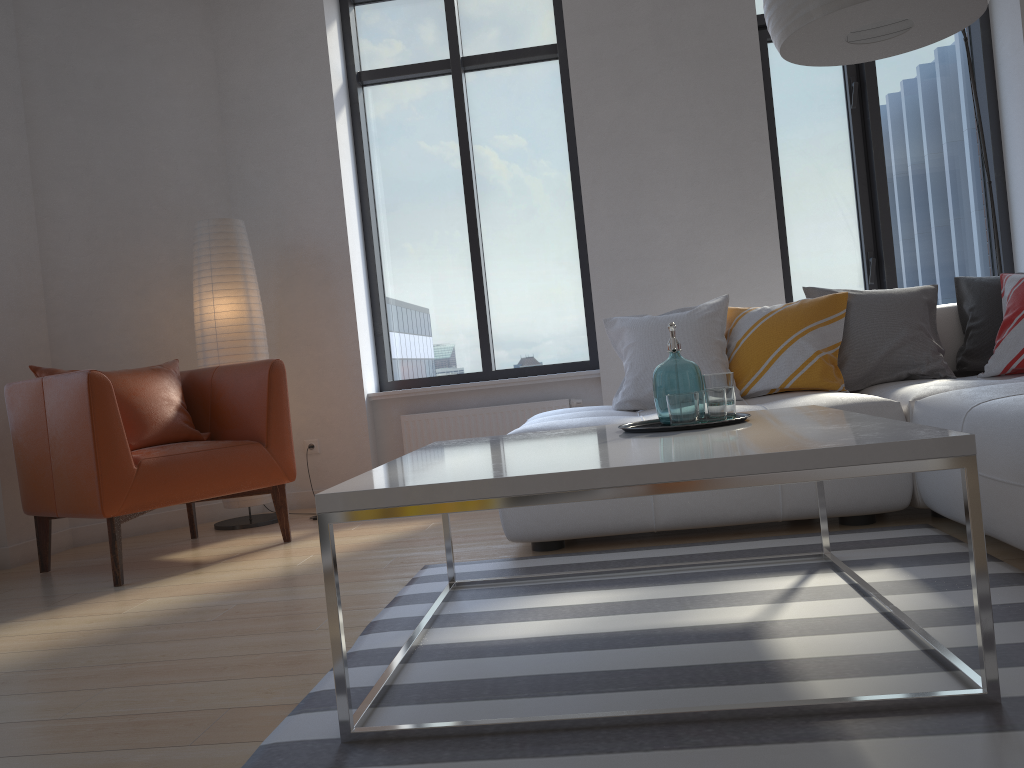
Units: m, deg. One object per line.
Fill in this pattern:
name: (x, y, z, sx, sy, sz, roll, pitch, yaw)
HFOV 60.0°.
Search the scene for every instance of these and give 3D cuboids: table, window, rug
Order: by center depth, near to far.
rug: (0.397, 0.553, 1.772, 1.662, 0.016, 2.326, -6, 0, 6)
table: (0.278, 0.341, 2.015, 1.091, 0.435, 1.091, -6, 0, 6)
window: (2.025, -1.446, 4.998, 1.310, 2.402, 0.170, -6, 0, 6)
window: (-0.251, -1.212, 5.241, 1.310, 2.402, 0.170, -6, 0, 6)

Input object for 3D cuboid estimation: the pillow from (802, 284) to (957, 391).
pillow: (1.619, -0.214, 2.323, 0.647, 0.453, 2.953, -6, 0, -6)

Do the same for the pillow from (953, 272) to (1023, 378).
pillow: (1.984, -0.251, 2.709, 0.608, 0.436, 2.120, -6, 0, 2)

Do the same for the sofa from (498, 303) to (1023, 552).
sofa: (1.166, 0.108, 2.382, 2.614, 0.732, 3.424, -6, 0, 6)

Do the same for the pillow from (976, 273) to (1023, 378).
pillow: (1.961, -0.219, 2.384, 0.575, 0.449, 2.250, -6, 0, 3)

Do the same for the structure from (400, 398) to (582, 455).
structure: (-0.094, 0.353, 4.923, 1.015, 0.460, 0.110, -6, 0, 6)

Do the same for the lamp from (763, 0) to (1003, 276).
lamp: (1.862, -0.936, 3.475, 0.710, 2.647, 3.199, -5, 1, 42)

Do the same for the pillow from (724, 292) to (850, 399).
pillow: (1.477, -0.184, 2.966, 0.630, 0.440, 2.095, -6, 1, -37)

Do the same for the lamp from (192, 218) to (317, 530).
lamp: (-1.198, -0.078, 4.613, 0.804, 1.550, 0.502, -6, 1, -34)

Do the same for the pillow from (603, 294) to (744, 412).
pillow: (1.248, -0.181, 3.189, 2.156, 0.456, 0.580, -6, 1, 32)

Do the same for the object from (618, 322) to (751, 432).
object: (0.419, -0.027, 2.228, 0.330, 0.265, 0.330, -6, 1, 30)

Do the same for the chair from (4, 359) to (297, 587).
chair: (-1.532, 0.310, 3.759, 0.843, 0.858, 0.896, -6, 1, 38)
